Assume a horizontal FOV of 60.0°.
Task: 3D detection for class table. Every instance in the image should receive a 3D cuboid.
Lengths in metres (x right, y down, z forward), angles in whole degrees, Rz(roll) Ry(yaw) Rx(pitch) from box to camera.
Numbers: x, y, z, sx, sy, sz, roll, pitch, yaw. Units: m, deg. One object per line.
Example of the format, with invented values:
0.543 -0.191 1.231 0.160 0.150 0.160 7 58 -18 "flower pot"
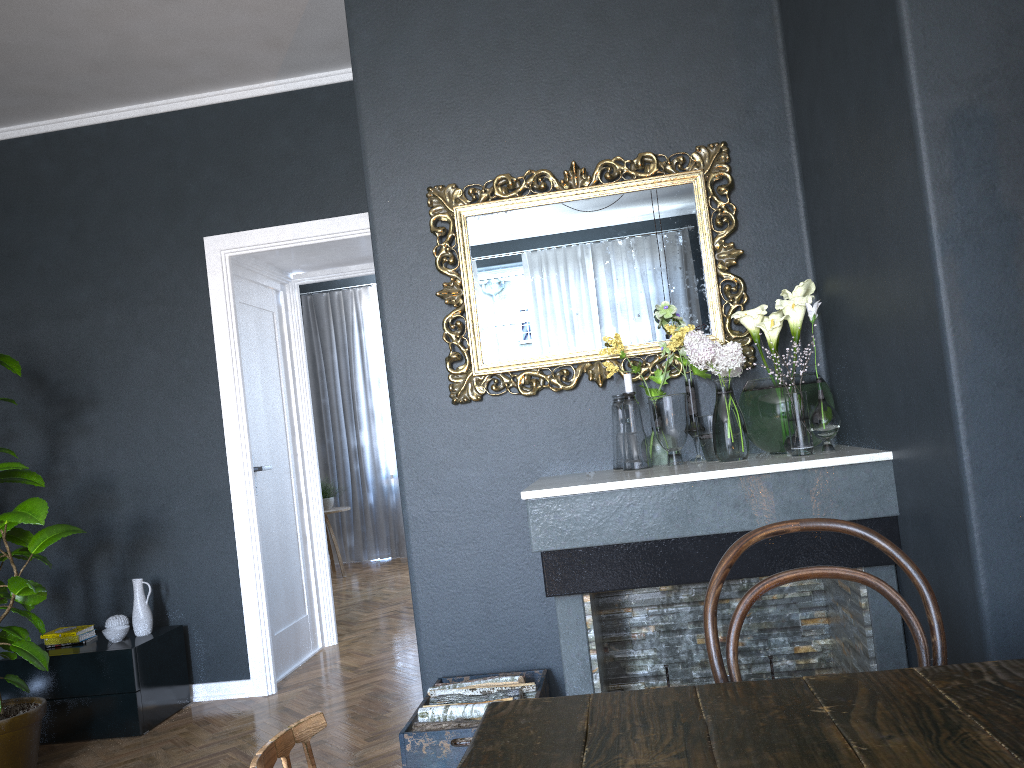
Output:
-1.757 1.309 8.281 0.594 0.959 0.730 -8 -3 21 "table"
0.460 0.761 0.522 1.126 0.727 1.605 -7 -3 7 "table"

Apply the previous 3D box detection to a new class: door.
-1.330 0.462 4.883 0.162 2.185 0.857 -7 -2 7 "door"

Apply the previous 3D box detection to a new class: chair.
-0.036 0.779 0.900 0.383 0.856 0.456 -6 -2 -8 "chair"
0.553 0.696 1.360 0.438 0.920 0.549 -7 -2 9 "chair"

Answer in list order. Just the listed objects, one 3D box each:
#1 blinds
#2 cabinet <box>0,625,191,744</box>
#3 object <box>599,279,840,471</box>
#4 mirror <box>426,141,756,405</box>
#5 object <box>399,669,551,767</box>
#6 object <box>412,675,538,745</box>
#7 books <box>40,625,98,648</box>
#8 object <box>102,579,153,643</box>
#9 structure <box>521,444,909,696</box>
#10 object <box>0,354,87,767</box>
-0.085 0.215 8.904 3.993 2.787 0.312 -7 -2 7 "blinds"
-1.937 1.403 4.148 0.650 0.390 0.456 -7 -3 7 "cabinet"
0.635 -0.031 2.775 0.727 0.546 0.474 -7 -2 10 "object"
0.257 -0.374 3.038 1.057 0.784 0.067 -7 -2 7 "mirror"
-0.081 1.141 2.759 0.383 0.326 0.553 -7 -3 7 "object"
-0.086 1.065 2.762 0.370 0.246 0.533 -7 -3 7 "object"
-2.100 1.196 4.205 0.215 0.066 0.162 -7 -3 2 "books"
-1.844 1.062 4.176 0.229 0.268 0.228 -9 -3 41 "object"
0.593 0.735 2.602 1.066 0.980 0.834 -7 -2 7 "structure"
-2.177 0.643 3.466 1.118 1.898 0.764 -7 -2 1 "object"
